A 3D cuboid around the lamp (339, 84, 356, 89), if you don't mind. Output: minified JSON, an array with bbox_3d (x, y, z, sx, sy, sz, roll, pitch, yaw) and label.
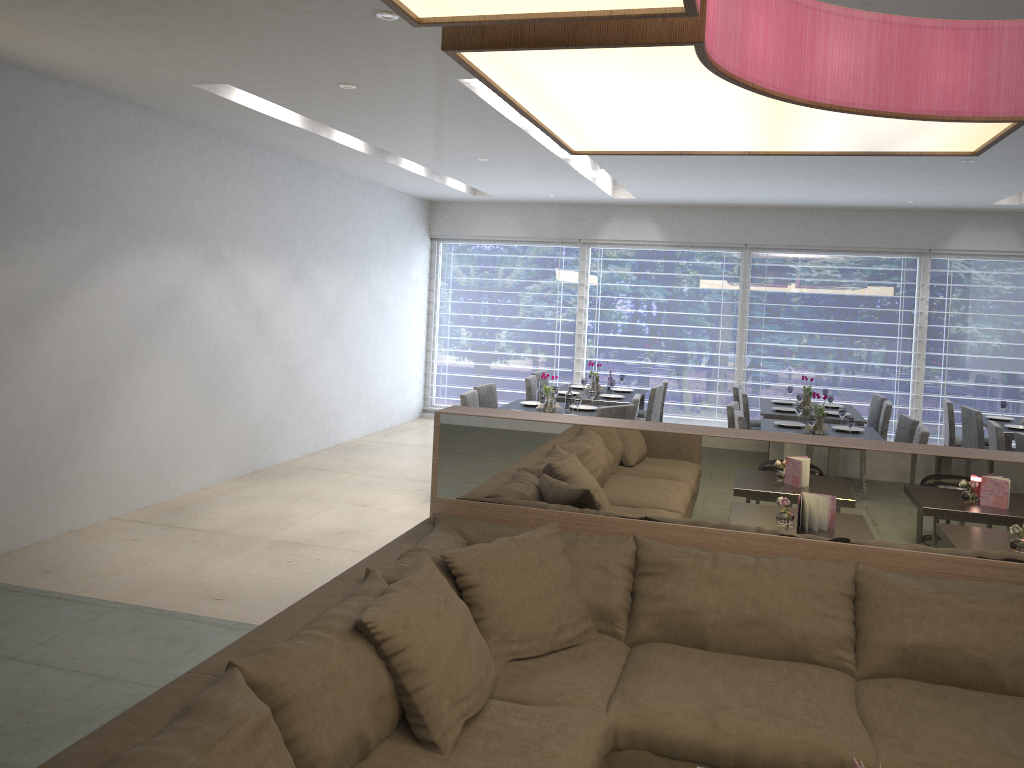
[{"bbox_3d":[-0.852,-1.540,4.576,0.089,0.007,0.089,0,6,-29],"label":"lamp"}]

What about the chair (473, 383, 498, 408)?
[{"bbox_3d":[-0.017,0.403,6.754,0.493,0.760,0.477,4,3,20],"label":"chair"}]

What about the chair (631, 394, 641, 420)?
[{"bbox_3d":[0.686,0.454,6.577,0.492,0.760,0.478,3,3,10],"label":"chair"}]

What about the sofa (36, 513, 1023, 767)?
[{"bbox_3d":[1.050,1.042,1.287,3.770,0.673,3.189,4,6,15],"label":"sofa"}]

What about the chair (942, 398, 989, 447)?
[{"bbox_3d":[3.806,0.533,7.266,0.493,0.760,0.477,4,3,20],"label":"chair"}]

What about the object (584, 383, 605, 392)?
[{"bbox_3d":[0.741,0.018,7.912,0.203,0.100,0.070,1,3,-15],"label":"object"}]

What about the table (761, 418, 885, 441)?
[{"bbox_3d":[2.049,0.648,5.904,0.778,0.632,1.193,4,5,15],"label":"table"}]

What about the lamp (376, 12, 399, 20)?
[{"bbox_3d":[-0.474,-1.402,3.371,0.089,0.007,0.089,0,6,-29],"label":"lamp"}]

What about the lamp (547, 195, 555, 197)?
[{"bbox_3d":[0.402,-1.930,9.080,0.089,0.007,0.089,0,6,-29],"label":"lamp"}]

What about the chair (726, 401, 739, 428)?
[{"bbox_3d":[1.770,0.537,6.257,0.493,0.760,0.477,4,3,20],"label":"chair"}]

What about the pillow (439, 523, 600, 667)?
[{"bbox_3d":[0.028,0.649,2.722,0.502,0.355,0.298,-1,5,-42],"label":"pillow"}]

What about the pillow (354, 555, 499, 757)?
[{"bbox_3d":[-0.207,0.679,2.282,0.312,0.338,0.496,3,4,10],"label":"pillow"}]

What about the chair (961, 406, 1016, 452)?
[{"bbox_3d":[3.720,0.581,6.743,0.492,0.760,0.478,3,3,10],"label":"chair"}]

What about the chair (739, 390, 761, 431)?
[{"bbox_3d":[2.091,0.459,7.196,0.492,0.760,0.478,3,3,10],"label":"chair"}]

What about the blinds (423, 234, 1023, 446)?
[{"bbox_3d":[2.418,-0.473,9.343,7.104,2.039,0.045,4,2,15],"label":"blinds"}]

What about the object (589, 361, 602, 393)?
[{"bbox_3d":[0.732,-0.064,7.846,0.104,0.276,0.155,3,2,13],"label":"object"}]

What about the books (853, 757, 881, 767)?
[{"bbox_3d":[0.728,0.839,1.643,0.143,0.164,0.259,2,5,-21],"label":"books"}]

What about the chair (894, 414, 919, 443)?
[{"bbox_3d":[2.468,0.588,6.071,0.492,0.760,0.478,3,3,10],"label":"chair"}]

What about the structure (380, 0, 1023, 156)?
[{"bbox_3d":[1.032,-0.822,1.213,2.444,0.617,2.454,4,6,15],"label":"structure"}]

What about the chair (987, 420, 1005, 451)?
[{"bbox_3d":[3.399,0.659,5.804,0.493,0.760,0.477,4,3,20],"label":"chair"}]

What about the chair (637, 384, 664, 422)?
[{"bbox_3d":[0.994,0.377,7.491,0.493,0.760,0.477,4,3,20],"label":"chair"}]

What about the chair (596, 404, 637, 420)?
[{"bbox_3d":[0.525,0.501,6.027,0.477,0.760,0.494,0,4,-45],"label":"chair"}]

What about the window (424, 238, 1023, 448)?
[{"bbox_3d":[2.455,-0.455,9.442,7.109,2.069,0.159,4,2,15],"label":"window"}]

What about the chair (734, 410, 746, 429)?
[{"bbox_3d":[1.684,0.585,5.734,0.492,0.760,0.478,3,3,10],"label":"chair"}]

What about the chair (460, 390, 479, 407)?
[{"bbox_3d":[-0.103,0.451,6.230,0.492,0.760,0.478,3,3,10],"label":"chair"}]

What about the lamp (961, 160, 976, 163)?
[{"bbox_3d":[3.054,-1.489,5.916,0.089,0.007,0.089,0,6,-29],"label":"lamp"}]

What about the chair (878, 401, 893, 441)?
[{"bbox_3d":[2.721,0.507,7.011,0.493,0.760,0.477,4,3,20],"label":"chair"}]

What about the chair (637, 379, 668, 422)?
[{"bbox_3d":[1.148,0.333,8.014,0.492,0.760,0.478,3,3,10],"label":"chair"}]

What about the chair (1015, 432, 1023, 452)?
[{"bbox_3d":[3.313,0.707,5.281,0.492,0.760,0.478,3,3,10],"label":"chair"}]

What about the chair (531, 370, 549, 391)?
[{"bbox_3d":[0.450,0.281,8.199,0.493,0.760,0.477,4,3,20],"label":"chair"}]

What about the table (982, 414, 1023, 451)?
[{"bbox_3d":[4.085,0.643,6.913,0.778,0.632,1.193,4,5,15],"label":"table"}]

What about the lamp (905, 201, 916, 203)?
[{"bbox_3d":[3.681,-1.684,8.168,0.089,0.007,0.089,0,6,-29],"label":"lamp"}]

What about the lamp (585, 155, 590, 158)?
[{"bbox_3d":[0.695,-1.946,7.329,0.227,0.101,0.489,4,6,15],"label":"lamp"}]

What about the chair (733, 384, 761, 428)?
[{"bbox_3d":[2.177,0.410,7.719,0.493,0.760,0.477,4,3,20],"label":"chair"}]

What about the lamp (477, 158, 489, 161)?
[{"bbox_3d":[-0.225,-1.735,6.828,0.089,0.007,0.089,0,6,-29],"label":"lamp"}]

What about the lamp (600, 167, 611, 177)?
[{"bbox_3d":[0.994,-2.038,8.402,0.227,0.101,0.489,4,6,15],"label":"lamp"}]

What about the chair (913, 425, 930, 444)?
[{"bbox_3d":[2.314,0.633,5.548,0.493,0.760,0.477,4,3,20],"label":"chair"}]

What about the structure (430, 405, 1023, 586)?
[{"bbox_3d":[1.529,0.732,2.935,3.777,1.006,0.224,4,2,15],"label":"structure"}]

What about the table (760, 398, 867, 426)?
[{"bbox_3d":[2.456,0.521,7.366,0.778,0.632,1.193,4,5,15],"label":"table"}]

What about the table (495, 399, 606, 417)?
[{"bbox_3d":[0.262,0.514,6.400,0.778,0.632,1.193,4,5,15],"label":"table"}]

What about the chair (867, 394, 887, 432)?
[{"bbox_3d":[2.875,0.462,7.534,0.492,0.760,0.478,3,3,10],"label":"chair"}]

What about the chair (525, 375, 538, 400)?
[{"bbox_3d":[0.364,0.329,7.676,0.492,0.760,0.478,3,3,10],"label":"chair"}]

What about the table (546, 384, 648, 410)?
[{"bbox_3d":[0.729,0.392,7.846,0.778,0.632,1.193,4,5,15],"label":"table"}]
